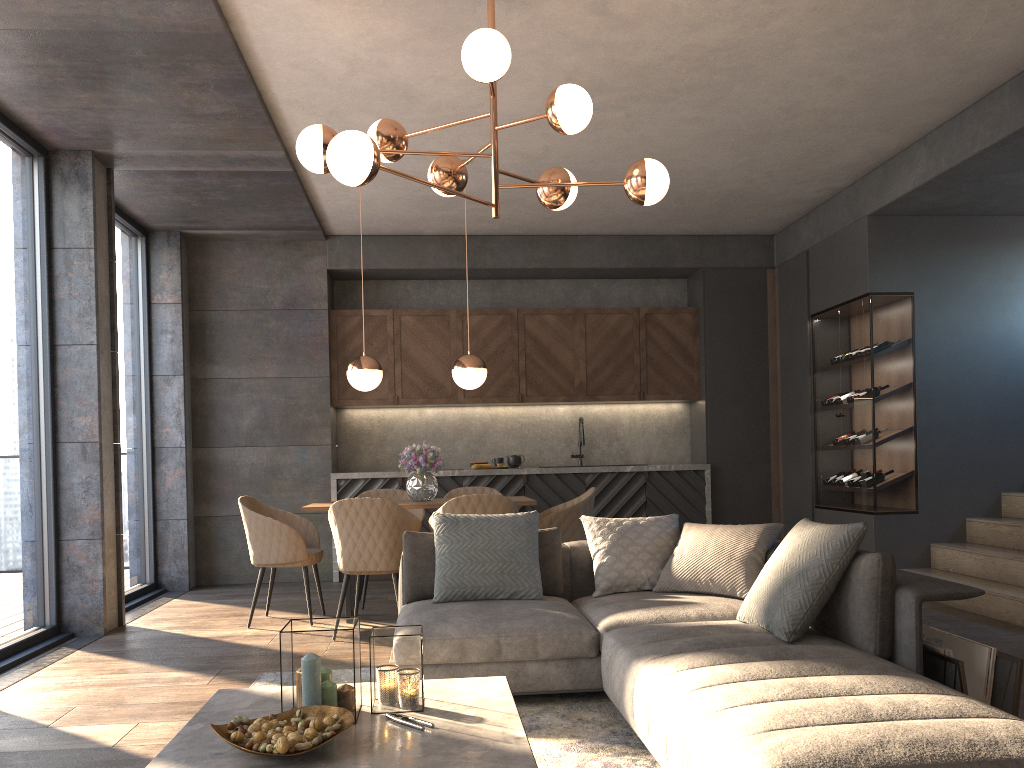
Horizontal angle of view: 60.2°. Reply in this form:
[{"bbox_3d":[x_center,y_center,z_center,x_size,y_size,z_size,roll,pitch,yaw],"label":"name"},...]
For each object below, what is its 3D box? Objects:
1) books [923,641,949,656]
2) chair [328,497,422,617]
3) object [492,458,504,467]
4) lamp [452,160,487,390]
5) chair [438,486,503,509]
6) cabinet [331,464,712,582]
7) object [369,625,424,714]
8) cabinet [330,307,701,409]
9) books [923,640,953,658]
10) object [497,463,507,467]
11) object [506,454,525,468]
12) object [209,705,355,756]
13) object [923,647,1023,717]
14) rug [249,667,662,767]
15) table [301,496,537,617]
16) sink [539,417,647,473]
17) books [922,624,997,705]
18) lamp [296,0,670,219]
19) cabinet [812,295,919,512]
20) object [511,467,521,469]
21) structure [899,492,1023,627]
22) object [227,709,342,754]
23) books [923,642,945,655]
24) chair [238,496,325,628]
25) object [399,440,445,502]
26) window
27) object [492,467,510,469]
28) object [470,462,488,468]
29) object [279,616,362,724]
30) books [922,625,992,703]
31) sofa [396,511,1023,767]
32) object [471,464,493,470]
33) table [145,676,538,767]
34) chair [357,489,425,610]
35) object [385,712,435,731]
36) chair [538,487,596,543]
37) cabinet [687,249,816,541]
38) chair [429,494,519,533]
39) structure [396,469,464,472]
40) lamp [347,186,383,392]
[{"bbox_3d":[1.453,1.087,3.228,0.068,0.354,0.569,-1,-3,-5],"label":"books"},{"bbox_3d":[-0.827,1.091,5.321,0.555,0.836,0.511,-1,-1,4],"label":"chair"},{"bbox_3d":[-0.126,0.738,8.215,0.090,0.103,0.112,-2,-3,27],"label":"object"},{"bbox_3d":[-0.303,-0.733,5.965,0.239,1.544,0.239,-1,0,-30],"label":"lamp"},{"bbox_3d":[-0.265,1.180,6.510,0.555,0.836,0.511,-1,-1,-6],"label":"chair"},{"bbox_3d":[0.093,1.253,8.145,3.391,0.950,0.601,-1,-1,-5],"label":"cabinet"},{"bbox_3d":[-0.334,0.830,2.579,0.148,0.220,0.150,-1,-1,-5],"label":"object"},{"bbox_3d":[0.046,-0.245,8.253,3.391,0.866,0.370,-1,-1,-5],"label":"cabinet"},{"bbox_3d":[1.472,1.088,3.228,0.079,0.352,0.569,-1,-3,-5],"label":"books"},{"bbox_3d":[-0.102,0.747,8.049,0.120,0.045,0.116,-1,-4,0],"label":"object"},{"bbox_3d":[0.027,0.718,8.226,0.136,0.137,0.153,0,-3,-33],"label":"object"},{"bbox_3d":[-0.571,0.872,2.212,0.347,0.084,0.348,1,-5,-28],"label":"object"},{"bbox_3d":[1.509,1.090,3.158,0.216,0.351,0.669,-1,-4,-5],"label":"object"},{"bbox_3d":[-0.229,1.275,2.854,1.729,0.020,3.155,-1,-5,-5],"label":"rug"},{"bbox_3d":[-0.598,1.170,5.913,1.466,0.769,0.771,-1,-2,-5],"label":"table"},{"bbox_3d":[0.739,0.574,8.241,0.962,0.546,0.462,-1,-2,-5],"label":"sink"},{"bbox_3d":[1.566,1.084,3.229,0.064,0.354,0.569,-1,-3,-5],"label":"books"},{"bbox_3d":[-0.198,-1.178,3.768,1.463,1.037,1.017,0,-3,-29],"label":"lamp"},{"bbox_3d":[2.762,0.184,6.976,0.337,1.584,1.000,-1,-1,-5],"label":"cabinet"},{"bbox_3d":[-0.161,0.769,8.085,0.489,0.040,0.285,0,-5,-10],"label":"object"},{"bbox_3d":[3.989,0.727,5.834,2.258,1.422,1.511,-1,-3,-5],"label":"structure"},{"bbox_3d":[-0.568,0.874,2.203,0.277,0.072,0.325,0,-5,-16],"label":"object"},{"bbox_3d":[1.437,1.087,3.230,0.062,0.355,0.569,-1,-3,-5],"label":"books"},{"bbox_3d":[-1.513,1.151,5.832,0.510,0.836,0.556,-1,-1,-1],"label":"chair"},{"bbox_3d":[-0.604,0.583,5.941,0.298,0.408,0.329,0,-2,-35],"label":"object"},{"bbox_3d":[-2.682,-0.087,3.720,0.199,2.992,7.291,-1,-4,-5],"label":"window"},{"bbox_3d":[-0.102,0.765,8.049,0.170,0.020,0.170,-3,-5,20],"label":"object"},{"bbox_3d":[-0.308,0.757,8.205,0.157,0.068,0.117,0,-4,-20],"label":"object"},{"bbox_3d":[-0.535,0.807,2.493,0.199,0.261,0.197,-1,-2,-5],"label":"object"},{"bbox_3d":[1.552,1.085,3.235,0.064,0.354,0.569,-1,-3,-5],"label":"books"},{"bbox_3d":[0.545,0.912,3.345,2.023,0.783,2.921,-1,-5,-6],"label":"sofa"},{"bbox_3d":[-0.266,0.756,8.061,0.071,0.054,0.301,-4,-5,36],"label":"object"},{"bbox_3d":[-0.434,1.082,2.407,0.930,0.309,0.934,-1,-4,-5],"label":"table"},{"bbox_3d":[-0.915,1.192,6.473,0.555,0.836,0.511,-1,-1,-11],"label":"chair"},{"bbox_3d":[-0.285,0.918,2.407,0.046,0.012,0.181,3,-7,-44],"label":"object"},{"bbox_3d":[0.318,1.120,5.970,0.510,0.836,0.556,-1,-1,-1],"label":"chair"},{"bbox_3d":[2.377,0.289,8.047,1.187,2.754,1.204,-1,-1,-5],"label":"cabinet"},{"bbox_3d":[-0.218,1.081,5.380,0.555,0.836,0.511,-1,-1,-11],"label":"chair"},{"bbox_3d":[-0.748,0.798,8.082,0.610,0.017,0.506,-1,-5,-5],"label":"structure"},{"bbox_3d":[-1.000,-0.722,5.902,0.239,1.544,0.239,-1,0,0],"label":"lamp"}]
